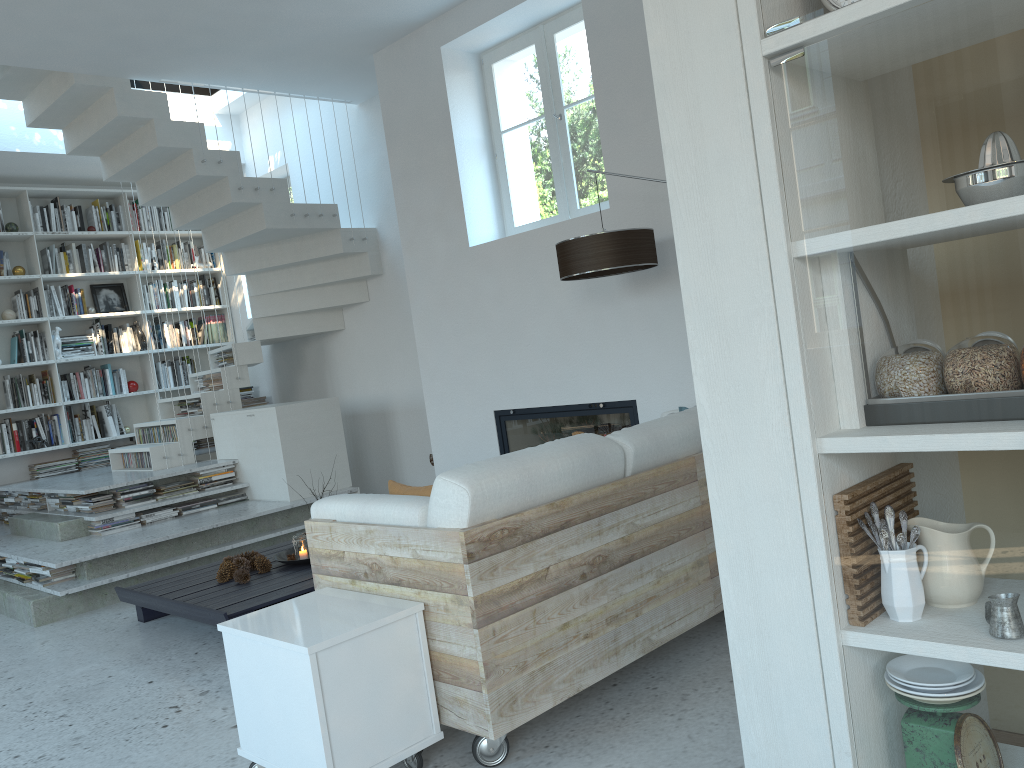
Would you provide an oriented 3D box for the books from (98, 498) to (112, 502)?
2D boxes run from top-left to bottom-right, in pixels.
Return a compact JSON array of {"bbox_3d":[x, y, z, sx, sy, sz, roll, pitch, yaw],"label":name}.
[{"bbox_3d":[-2.844,0.796,6.129,0.190,0.011,0.090,-6,3,44],"label":"books"}]

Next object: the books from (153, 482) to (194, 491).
[{"bbox_3d":[-2.443,0.734,6.381,0.172,0.013,0.245,-6,3,45],"label":"books"}]

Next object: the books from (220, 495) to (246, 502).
[{"bbox_3d":[-2.100,0.848,6.559,0.224,0.007,0.133,-10,3,-40],"label":"books"}]

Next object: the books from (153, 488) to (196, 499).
[{"bbox_3d":[-2.446,0.788,6.394,0.134,0.014,0.293,-6,3,43],"label":"books"}]

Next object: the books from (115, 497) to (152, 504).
[{"bbox_3d":[-2.646,0.810,6.199,0.131,0.012,0.207,-6,3,42],"label":"books"}]

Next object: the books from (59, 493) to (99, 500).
[{"bbox_3d":[-3.073,0.796,6.294,0.281,0.013,0.168,-6,3,43],"label":"books"}]

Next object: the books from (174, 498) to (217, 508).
[{"bbox_3d":[-2.286,0.855,6.357,0.274,0.009,0.176,-10,3,-44],"label":"books"}]

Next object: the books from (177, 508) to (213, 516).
[{"bbox_3d":[-2.283,0.913,6.375,0.144,0.009,0.249,-6,3,45],"label":"books"}]

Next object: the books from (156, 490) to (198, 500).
[{"bbox_3d":[-2.430,0.796,6.380,0.286,0.005,0.165,-10,3,-39],"label":"books"}]

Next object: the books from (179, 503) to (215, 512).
[{"bbox_3d":[-2.289,0.882,6.375,0.272,0.009,0.129,-10,3,-41],"label":"books"}]

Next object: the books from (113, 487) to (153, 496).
[{"bbox_3d":[-2.650,0.746,6.191,0.220,0.018,0.154,-10,3,-43],"label":"books"}]

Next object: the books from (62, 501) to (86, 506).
[{"bbox_3d":[-3.066,0.830,6.297,0.177,0.026,0.230,-10,3,-44],"label":"books"}]

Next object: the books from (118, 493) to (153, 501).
[{"bbox_3d":[-2.640,0.785,6.188,0.210,0.012,0.168,-10,3,-43],"label":"books"}]

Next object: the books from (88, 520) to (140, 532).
[{"bbox_3d":[-2.679,0.956,5.969,0.159,0.008,0.284,-6,3,44],"label":"books"}]

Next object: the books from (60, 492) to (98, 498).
[{"bbox_3d":[-3.073,0.786,6.294,0.260,0.007,0.171,-6,3,44],"label":"books"}]

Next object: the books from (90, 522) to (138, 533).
[{"bbox_3d":[-2.678,0.963,5.970,0.264,0.006,0.164,-10,3,-43],"label":"books"}]

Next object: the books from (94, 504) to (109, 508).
[{"bbox_3d":[-2.857,0.833,6.113,0.134,0.006,0.227,-10,3,-40],"label":"books"}]

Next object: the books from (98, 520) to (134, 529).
[{"bbox_3d":[-2.677,0.941,5.964,0.210,0.012,0.168,-10,3,-40],"label":"books"}]

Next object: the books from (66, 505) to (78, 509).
[{"bbox_3d":[-3.056,0.856,6.305,0.155,0.028,0.189,-10,3,-43],"label":"books"}]

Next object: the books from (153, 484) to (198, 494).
[{"bbox_3d":[-2.428,0.757,6.370,0.188,0.014,0.273,-6,3,41],"label":"books"}]

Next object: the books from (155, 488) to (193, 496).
[{"bbox_3d":[-2.437,0.772,6.382,0.214,0.015,0.177,-10,3,-43],"label":"books"}]

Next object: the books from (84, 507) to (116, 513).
[{"bbox_3d":[-2.850,0.868,6.116,0.144,0.009,0.250,-10,3,-44],"label":"books"}]

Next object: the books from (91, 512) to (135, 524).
[{"bbox_3d":[-2.684,0.901,5.964,0.157,0.025,0.233,-6,3,41],"label":"books"}]

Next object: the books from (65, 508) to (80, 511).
[{"bbox_3d":[-3.057,0.874,6.302,0.154,0.007,0.292,-10,3,-41],"label":"books"}]

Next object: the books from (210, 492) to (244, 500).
[{"bbox_3d":[-2.107,0.828,6.562,0.214,0.007,0.130,-10,3,-42],"label":"books"}]

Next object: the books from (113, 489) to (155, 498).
[{"bbox_3d":[-2.630,0.761,6.174,0.230,0.015,0.190,-10,3,-39],"label":"books"}]

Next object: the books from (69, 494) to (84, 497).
[{"bbox_3d":[-3.075,0.779,6.293,0.170,0.008,0.208,-10,3,-41],"label":"books"}]

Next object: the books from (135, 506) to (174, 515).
[{"bbox_3d":[-2.491,0.879,6.171,0.149,0.013,0.219,-6,3,45],"label":"books"}]

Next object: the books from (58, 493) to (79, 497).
[{"bbox_3d":[-3.087,0.766,6.283,0.189,0.022,0.238,-10,3,-39],"label":"books"}]

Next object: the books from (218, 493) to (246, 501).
[{"bbox_3d":[-2.106,0.838,6.562,0.133,0.014,0.228,-6,3,45],"label":"books"}]

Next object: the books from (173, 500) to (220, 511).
[{"bbox_3d":[-2.273,0.867,6.356,0.190,0.018,0.287,-6,3,45],"label":"books"}]

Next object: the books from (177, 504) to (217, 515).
[{"bbox_3d":[-2.270,0.898,6.359,0.250,0.018,0.177,-10,3,-41],"label":"books"}]

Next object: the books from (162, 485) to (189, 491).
[{"bbox_3d":[-2.445,0.746,6.386,0.179,0.010,0.160,-10,3,-42],"label":"books"}]

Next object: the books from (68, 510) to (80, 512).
[{"bbox_3d":[-3.052,0.886,6.305,0.142,0.020,0.231,-10,3,-39],"label":"books"}]

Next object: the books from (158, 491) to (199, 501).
[{"bbox_3d":[-2.429,0.802,6.380,0.291,0.007,0.174,-10,3,-41],"label":"books"}]

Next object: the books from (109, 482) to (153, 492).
[{"bbox_3d":[-2.663,0.722,6.199,0.129,0.016,0.260,-6,3,45],"label":"books"}]

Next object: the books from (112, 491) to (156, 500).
[{"bbox_3d":[-2.643,0.774,6.190,0.260,0.009,0.153,-10,3,-41],"label":"books"}]

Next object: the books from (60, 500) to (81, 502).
[{"bbox_3d":[-3.072,0.813,6.293,0.187,0.009,0.250,-10,3,-44],"label":"books"}]

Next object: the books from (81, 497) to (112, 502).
[{"bbox_3d":[-2.864,0.790,6.110,0.132,0.009,0.269,-10,3,-40],"label":"books"}]

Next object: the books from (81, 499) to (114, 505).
[{"bbox_3d":[-2.858,0.810,6.114,0.137,0.012,0.242,-10,3,-43],"label":"books"}]

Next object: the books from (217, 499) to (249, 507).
[{"bbox_3d":[-2.088,0.880,6.553,0.151,0.006,0.261,-6,3,42],"label":"books"}]

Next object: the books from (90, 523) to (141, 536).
[{"bbox_3d":[-2.662,0.976,5.956,0.200,0.023,0.262,-6,3,44],"label":"books"}]

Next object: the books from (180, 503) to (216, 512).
[{"bbox_3d":[-2.276,0.887,6.363,0.161,0.005,0.254,-6,3,42],"label":"books"}]

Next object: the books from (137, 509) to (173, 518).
[{"bbox_3d":[-2.491,0.899,6.175,0.210,0.018,0.134,-10,3,-41],"label":"books"}]

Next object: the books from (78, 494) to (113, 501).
[{"bbox_3d":[-2.868,0.779,6.107,0.228,0.014,0.149,-6,3,44],"label":"books"}]

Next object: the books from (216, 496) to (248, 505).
[{"bbox_3d":[-2.096,0.860,6.557,0.233,0.017,0.151,-10,3,-43],"label":"books"}]

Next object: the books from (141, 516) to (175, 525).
[{"bbox_3d":[-2.479,0.946,6.172,0.152,0.015,0.207,-6,3,44],"label":"books"}]

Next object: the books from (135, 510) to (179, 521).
[{"bbox_3d":[-2.481,0.913,6.168,0.158,0.012,0.272,-6,3,44],"label":"books"}]

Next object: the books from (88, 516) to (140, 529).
[{"bbox_3d":[-2.681,0.929,5.966,0.292,0.012,0.159,-10,3,-41],"label":"books"}]

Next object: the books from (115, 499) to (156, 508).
[{"bbox_3d":[-2.628,0.834,6.186,0.177,0.015,0.216,-6,3,44],"label":"books"}]

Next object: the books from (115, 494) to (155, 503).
[{"bbox_3d":[-2.631,0.796,6.181,0.189,0.013,0.215,-6,3,45],"label":"books"}]

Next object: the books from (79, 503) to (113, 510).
[{"bbox_3d":[-2.861,0.844,6.108,0.208,0.015,0.152,-6,3,43],"label":"books"}]

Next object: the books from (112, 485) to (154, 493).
[{"bbox_3d":[-2.646,0.733,6.185,0.159,0.009,0.228,-6,3,42],"label":"books"}]

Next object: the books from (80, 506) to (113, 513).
[{"bbox_3d":[-2.863,0.859,6.105,0.161,0.014,0.212,-10,3,-40],"label":"books"}]

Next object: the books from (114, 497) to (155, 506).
[{"bbox_3d":[-2.640,0.822,6.196,0.148,0.013,0.227,-6,3,44],"label":"books"}]

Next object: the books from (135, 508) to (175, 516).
[{"bbox_3d":[-2.489,0.887,6.170,0.242,0.005,0.152,-10,3,-43],"label":"books"}]

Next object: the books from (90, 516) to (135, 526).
[{"bbox_3d":[-2.692,0.919,5.974,0.257,0.010,0.132,-10,3,-40],"label":"books"}]

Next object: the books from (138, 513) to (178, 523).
[{"bbox_3d":[-2.471,0.928,6.161,0.169,0.019,0.232,-6,3,41],"label":"books"}]

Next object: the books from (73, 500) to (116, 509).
[{"bbox_3d":[-2.873,0.826,6.098,0.297,0.014,0.184,-6,3,45],"label":"books"}]

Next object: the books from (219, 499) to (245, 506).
[{"bbox_3d":[-2.093,0.873,6.556,0.179,0.010,0.160,-10,3,-44],"label":"books"}]
